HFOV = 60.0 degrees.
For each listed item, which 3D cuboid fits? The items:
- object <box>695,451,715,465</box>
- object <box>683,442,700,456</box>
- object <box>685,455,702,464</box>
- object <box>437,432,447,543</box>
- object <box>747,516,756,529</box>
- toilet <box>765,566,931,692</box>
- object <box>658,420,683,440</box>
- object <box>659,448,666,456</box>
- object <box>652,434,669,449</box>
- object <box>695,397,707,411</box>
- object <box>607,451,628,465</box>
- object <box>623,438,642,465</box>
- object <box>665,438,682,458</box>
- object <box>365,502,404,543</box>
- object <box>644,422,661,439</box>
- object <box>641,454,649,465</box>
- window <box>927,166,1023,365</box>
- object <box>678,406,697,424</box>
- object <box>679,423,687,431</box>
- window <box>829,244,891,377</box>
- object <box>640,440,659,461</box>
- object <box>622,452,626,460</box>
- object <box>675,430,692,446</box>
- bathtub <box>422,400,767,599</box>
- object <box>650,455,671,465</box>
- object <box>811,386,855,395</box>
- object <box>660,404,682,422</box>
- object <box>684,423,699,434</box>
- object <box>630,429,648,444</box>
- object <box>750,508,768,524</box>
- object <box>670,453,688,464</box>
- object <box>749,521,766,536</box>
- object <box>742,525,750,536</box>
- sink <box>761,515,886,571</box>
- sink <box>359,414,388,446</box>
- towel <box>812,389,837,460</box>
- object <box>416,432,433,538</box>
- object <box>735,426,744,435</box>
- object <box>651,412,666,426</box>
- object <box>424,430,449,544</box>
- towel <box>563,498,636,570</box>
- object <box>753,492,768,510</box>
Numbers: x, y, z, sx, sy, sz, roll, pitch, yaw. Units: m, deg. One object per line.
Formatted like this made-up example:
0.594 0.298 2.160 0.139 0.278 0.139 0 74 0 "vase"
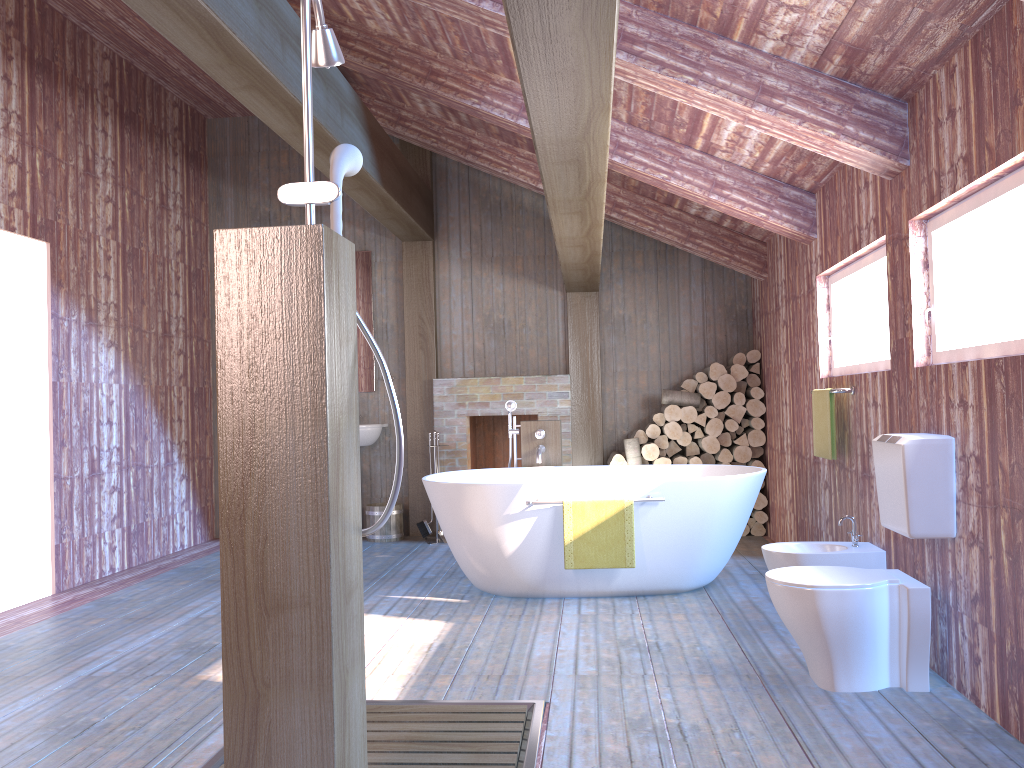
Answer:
1.541 0.599 7.092 0.116 0.118 0.289 -2 -1 3 "object"
1.433 0.516 7.104 0.104 0.127 0.321 -2 -1 6 "object"
1.421 0.610 7.002 0.098 0.100 0.437 -2 -1 3 "object"
-0.558 0.813 7.049 0.126 0.871 0.206 0 -2 -42 "object"
1.862 1.081 7.004 0.085 0.086 0.278 -2 -1 3 "object"
1.228 0.912 3.310 0.534 0.400 0.375 -2 -1 6 "toilet"
1.250 0.363 7.022 0.141 0.143 0.437 -2 -1 3 "object"
1.182 0.537 7.036 0.064 0.068 0.174 -2 -1 4 "object"
1.174 0.456 7.038 0.111 0.113 0.301 -2 -1 4 "object"
1.482 0.157 7.106 0.121 0.124 0.291 -2 -1 6 "object"
0.835 0.613 7.066 0.139 0.137 0.455 -2 -1 3 "object"
0.941 0.566 6.876 0.147 0.298 0.109 -2 -1 8 "object"
1.283 0.506 7.115 0.128 0.150 0.323 -2 -1 5 "object"
-1.038 1.127 7.227 0.309 0.290 0.308 -2 -2 15 "object"
1.112 0.368 7.029 0.115 0.123 0.291 -2 -1 6 "object"
1.034 0.626 7.131 0.121 0.124 0.291 -2 -1 6 "object"
1.602 -0.373 2.871 0.054 0.587 1.255 -2 -1 6 "window"
1.374 0.236 7.020 0.138 0.147 0.440 -2 -1 6 "object"
1.342 0.338 7.000 0.057 0.061 0.156 -2 -1 4 "object"
1.765 -0.339 4.409 0.054 0.587 1.255 -2 -1 6 "window"
1.086 0.523 7.036 0.138 0.147 0.440 -2 -1 6 "object"
0.936 0.588 7.155 0.099 0.093 0.280 -2 -1 6 "object"
1.349 0.424 7.010 0.115 0.123 0.291 -2 -1 6 "object"
0.450 0.630 5.191 1.935 1.109 1.460 -2 -2 27 "bathtub"
1.178 0.630 7.040 0.139 0.148 0.458 -2 -1 6 "object"
1.661 0.039 4.634 0.091 0.043 0.581 -2 -1 6 "object"
1.259 0.226 7.030 0.135 0.145 0.439 -2 -1 6 "object"
1.419 0.345 7.008 0.088 0.092 0.280 -2 -1 6 "object"
1.014 0.418 7.085 0.114 0.113 0.301 -2 -1 3 "object"
1.915 1.013 6.952 0.102 0.109 0.438 -2 -1 6 "object"
1.319 0.617 7.016 0.114 0.120 0.303 -2 -1 6 "object"
1.911 1.126 7.004 0.114 0.113 0.301 -2 -1 3 "object"
1.788 1.132 7.002 0.116 0.117 0.289 -2 -1 3 "object"
1.417 0.866 4.082 0.515 0.517 0.335 -2 -1 6 "sink"
-1.347 0.714 7.289 0.582 1.143 0.475 -2 -1 5 "sink"
1.631 0.207 4.638 0.032 0.361 0.370 -2 -1 5 "towel"
-0.704 0.806 7.075 0.136 0.846 0.062 -1 -2 -14 "object"
1.772 0.361 6.966 0.067 0.069 0.177 -2 -1 5 "object"
1.165 0.276 7.042 0.106 0.112 0.282 -2 -1 6 "object"
-0.628 0.815 7.120 0.333 0.888 0.276 0 -2 -43 "object"
0.452 0.779 4.613 0.370 0.361 0.032 -2 -1 1 "towel"
1.891 0.888 6.960 0.147 0.152 0.439 -2 -1 6 "object"
